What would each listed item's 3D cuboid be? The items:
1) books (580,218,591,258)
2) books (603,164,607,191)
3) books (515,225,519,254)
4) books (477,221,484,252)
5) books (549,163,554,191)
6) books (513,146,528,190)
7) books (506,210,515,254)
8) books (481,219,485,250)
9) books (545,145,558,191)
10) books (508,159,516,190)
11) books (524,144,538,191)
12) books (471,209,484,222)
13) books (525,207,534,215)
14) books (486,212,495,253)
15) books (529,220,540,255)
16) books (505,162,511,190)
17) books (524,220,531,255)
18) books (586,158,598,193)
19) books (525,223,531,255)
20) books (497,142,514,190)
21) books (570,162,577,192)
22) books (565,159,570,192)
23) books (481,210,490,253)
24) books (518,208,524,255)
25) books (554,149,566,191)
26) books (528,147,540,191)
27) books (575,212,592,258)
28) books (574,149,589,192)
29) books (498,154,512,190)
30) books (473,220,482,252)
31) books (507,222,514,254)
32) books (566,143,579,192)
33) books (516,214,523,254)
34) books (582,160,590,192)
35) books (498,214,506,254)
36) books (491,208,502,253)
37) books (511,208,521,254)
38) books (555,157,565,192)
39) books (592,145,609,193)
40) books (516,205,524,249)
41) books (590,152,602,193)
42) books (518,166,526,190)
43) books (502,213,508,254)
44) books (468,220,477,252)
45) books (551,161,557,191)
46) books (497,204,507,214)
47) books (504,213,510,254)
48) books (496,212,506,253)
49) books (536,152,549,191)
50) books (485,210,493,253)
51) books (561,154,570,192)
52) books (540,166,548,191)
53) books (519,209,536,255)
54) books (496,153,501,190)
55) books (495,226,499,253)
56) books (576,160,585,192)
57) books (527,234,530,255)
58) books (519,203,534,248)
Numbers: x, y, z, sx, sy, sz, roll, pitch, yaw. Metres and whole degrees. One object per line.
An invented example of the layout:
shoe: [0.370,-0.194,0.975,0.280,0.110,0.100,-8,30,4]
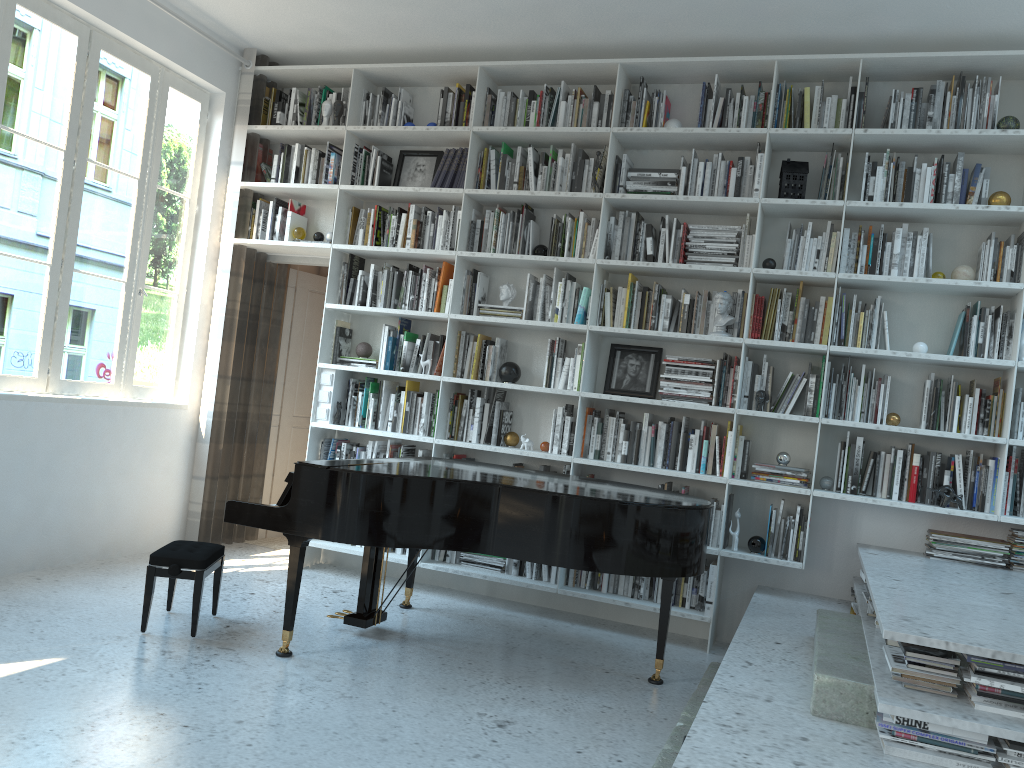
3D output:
books: [0.429,-0.817,5.131,0.010,0.257,0.140,7,-1,20]
books: [0.562,-1.148,5.119,0.028,0.211,0.134,7,-1,20]
books: [0.055,-0.838,5.282,0.012,0.217,0.133,7,-1,20]
books: [-0.163,-0.863,5.360,0.024,0.219,0.140,7,-1,20]
books: [0.256,-1.182,5.235,0.024,0.212,0.128,7,-1,20]
books: [0.054,-1.246,5.282,0.023,0.293,0.156,7,-1,20]
books: [0.009,-0.874,5.275,0.011,0.279,0.169,7,-1,20]
books: [-0.149,-0.872,5.342,0.012,0.240,0.134,7,-1,20]
books: [0.237,-1.233,5.218,0.012,0.308,0.145,7,-1,20]
books: [0.025,-1.211,5.291,0.029,0.219,0.157,7,-1,20]
books: [0.110,-1.250,5.282,0.013,0.315,0.135,7,-1,20]
books: [-0.219,-0.902,5.375,0.012,0.285,0.159,7,-1,20]
books: [0.087,-0.879,5.261,0.005,0.305,0.162,7,-1,20]
books: [-0.100,-0.878,5.315,0.024,0.262,0.177,7,-1,20]
books: [0.134,-0.836,5.239,0.031,0.232,0.148,7,-1,20]
books: [0.002,-1.205,5.306,0.024,0.201,0.153,7,-1,20]
books: [0.107,-0.842,5.266,0.009,0.237,0.135,7,-1,20]
books: [0.470,-1.171,5.148,0.024,0.237,0.153,7,-1,20]
books: [0.114,-0.832,5.256,0.012,0.218,0.151,7,-1,20]
books: [-0.042,-1.267,5.309,0.012,0.315,0.171,7,-1,20]
books: [0.377,-1.169,5.179,0.024,0.213,0.150,7,-1,20]
books: [0.347,-1.182,5.180,0.013,0.231,0.141,7,-1,20]
books: [-0.132,-0.890,5.329,0.026,0.279,0.151,7,-1,20]
books: [0.079,-0.885,5.269,0.005,0.316,0.157,7,-1,20]
books: [0.289,-1.216,5.211,0.026,0.286,0.137,7,-1,20]
books: [0.141,-1.232,5.243,0.075,0.285,0.178,7,-1,20]
books: [0.413,-0.833,5.131,0.022,0.284,0.190,7,-1,20]
books: [0.404,-1.205,5.174,0.022,0.290,0.146,7,-1,20]
books: [-0.026,-1.228,5.303,0.031,0.242,0.181,7,-1,20]
books: [-0.187,-0.868,5.370,0.029,0.225,0.136,7,-1,20]
books: [0.013,-0.839,5.264,0.011,0.209,0.181,7,-1,20]
books: [0.360,-1.222,5.166,0.011,0.313,0.183,7,-1,20]
books: [0.065,-0.860,5.259,0.010,0.262,0.158,7,-1,20]
books: [0.443,-1.167,5.141,0.022,0.222,0.161,7,-1,20]
books: [-0.035,-0.866,5.276,0.012,0.251,0.184,7,-1,20]
books: [-0.076,-0.886,5.297,0.010,0.283,0.184,7,-1,20]
books: [0.040,-0.877,5.262,0.011,0.291,0.176,7,-1,20]
books: [0.300,-1.185,5.181,0.021,0.226,0.191,7,-1,20]
books: [0.519,-1.199,5.111,0.058,0.302,0.175,7,-1,20]
books: [0.064,-0.889,5.268,0.004,0.321,0.153,7,-1,20]
books: [0.503,-1.181,5.116,0.055,0.264,0.167,7,-1,20]
books: [0.077,-1.186,5.281,0.034,0.180,0.160,7,-1,20]
books: [-0.016,-0.868,5.295,0.010,0.261,0.169,7,-1,20]
books: [-0.217,-0.863,5.354,0.015,0.207,0.186,7,-1,20]
books: [0.263,-1.180,5.205,0.010,0.208,0.173,7,-1,20]
books: [-0.077,-0.903,5.321,0.011,0.317,0.154,7,-1,20]
books: [-0.003,-0.867,5.272,0.009,0.261,0.180,7,-1,20]
books: [-0.045,-0.873,5.278,0.009,0.263,0.189,7,-1,20]
books: [0.192,-1.216,5.240,0.027,0.265,0.168,7,-1,20]
books: [-0.116,-0.887,5.320,0.012,0.276,0.157,7,-1,20]
books: [0.331,-1.198,5.190,0.028,0.261,0.135,7,-1,20]
books: [0.211,-1.171,5.224,0.028,0.180,0.168,7,-1,20]
books: [0.090,-0.870,5.237,0.011,0.287,0.189,7,-1,20]
books: [-0.052,-1.240,5.321,0.011,0.260,0.157,7,-1,20]
books: [-0.058,-0.835,5.307,0.029,0.186,0.149,7,-1,20]
books: [0.417,-1.168,5.146,0.030,0.218,0.182,7,-1,20]
books: [0.120,-0.827,5.251,0.004,0.209,0.132,7,-1,20]
books: [0.084,-0.892,5.264,0.005,0.331,0.161,7,-1,20]
